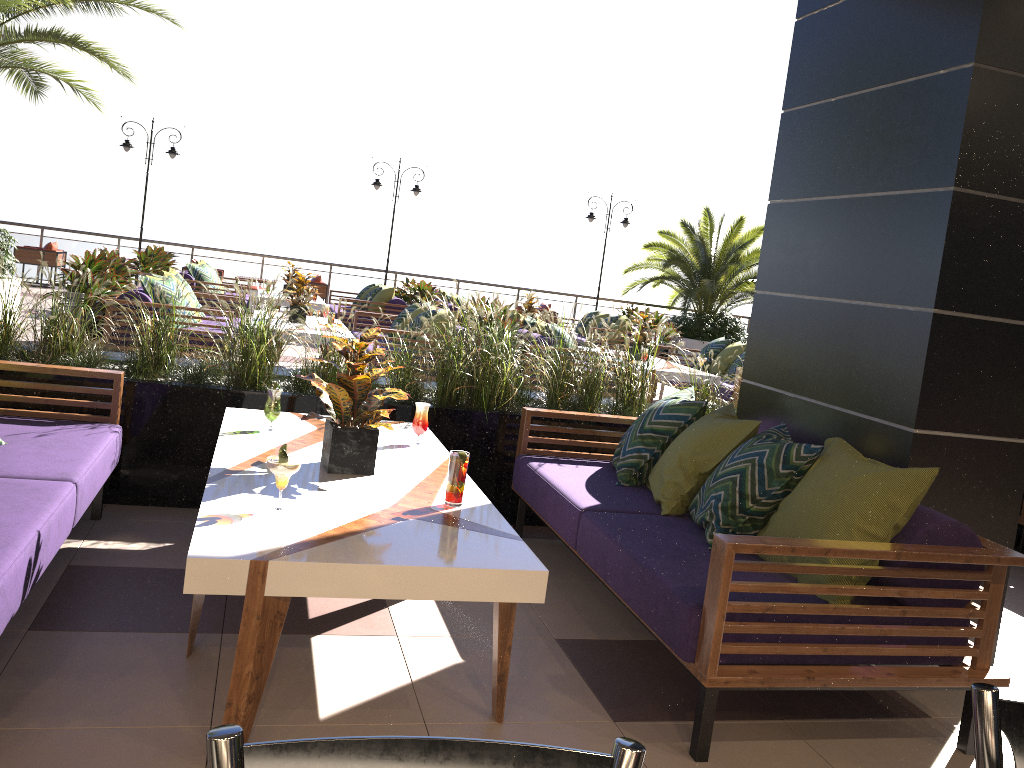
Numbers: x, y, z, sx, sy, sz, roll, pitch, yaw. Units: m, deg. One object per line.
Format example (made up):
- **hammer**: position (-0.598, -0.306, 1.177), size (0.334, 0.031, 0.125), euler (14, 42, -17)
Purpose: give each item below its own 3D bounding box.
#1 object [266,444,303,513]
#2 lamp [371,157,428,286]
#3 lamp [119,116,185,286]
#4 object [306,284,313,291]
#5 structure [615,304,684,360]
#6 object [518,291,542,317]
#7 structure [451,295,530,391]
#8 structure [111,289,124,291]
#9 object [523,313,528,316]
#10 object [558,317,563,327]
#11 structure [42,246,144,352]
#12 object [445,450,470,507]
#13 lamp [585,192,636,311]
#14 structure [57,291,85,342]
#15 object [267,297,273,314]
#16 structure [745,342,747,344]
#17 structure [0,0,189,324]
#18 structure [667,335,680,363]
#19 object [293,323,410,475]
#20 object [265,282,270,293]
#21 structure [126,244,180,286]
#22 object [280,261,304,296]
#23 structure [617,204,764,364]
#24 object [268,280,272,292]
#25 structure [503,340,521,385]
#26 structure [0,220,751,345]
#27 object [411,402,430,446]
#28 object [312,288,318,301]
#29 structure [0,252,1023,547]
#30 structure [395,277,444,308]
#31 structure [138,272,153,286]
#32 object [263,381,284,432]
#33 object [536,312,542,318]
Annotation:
- **object**: position (-0.688, 0.281, 2.651), size (0.106, 0.196, 0.106), euler (9, 5, 12)
- **lamp**: position (-2.449, -2.896, 17.842), size (1.120, 3.314, 0.265), euler (6, 4, -16)
- **lamp**: position (-6.889, -3.326, 16.577), size (1.120, 3.314, 0.265), euler (6, 4, -16)
- **object**: position (-3.217, -1.496, 14.052), size (0.106, 0.196, 0.106), euler (9, 5, 17)
- **structure**: position (2.154, -0.733, 14.982), size (0.736, 1.166, 2.267), euler (6, 7, -15)
- **object**: position (0.275, -1.243, 14.403), size (0.425, 0.524, 0.431), euler (9, 5, 11)
- **structure**: position (-0.336, -0.383, 9.595), size (0.699, 1.167, 2.436), euler (6, 7, -14)
- **structure**: position (-4.338, -0.792, 9.710), size (0.180, 0.697, 0.101), euler (6, 4, -16)
- **object**: position (0.200, -0.997, 13.721), size (0.067, 0.189, 0.085), euler (9, 4, 14)
- **object**: position (0.763, -0.968, 13.996), size (0.068, 0.210, 0.069), euler (5, 5, -28)
- **structure**: position (-4.014, -0.740, 8.551), size (0.736, 1.166, 2.267), euler (6, 7, -15)
- **object**: position (-0.186, 0.314, 2.947), size (0.067, 0.189, 0.085), euler (8, 4, 9)
- **lamp**: position (1.936, -2.472, 19.091), size (1.120, 3.314, 0.265), euler (6, 4, -16)
- **structure**: position (-3.716, -0.421, 7.433), size (0.180, 0.697, 0.101), euler (6, 4, -16)
- **object**: position (-2.590, -0.841, 9.473), size (0.068, 0.210, 0.069), euler (5, 5, -28)
- **structure**: position (3.372, -0.025, 10.655), size (0.736, 1.166, 2.267), euler (6, 7, -15)
- **structure**: position (-6.317, -3.901, 9.989), size (4.743, 6.477, 4.729), euler (8, 5, 2)
- **structure**: position (2.507, -0.406, 13.851), size (0.180, 0.697, 0.101), euler (6, 4, -16)
- **object**: position (-0.589, 0.052, 3.257), size (0.424, 0.524, 0.432), euler (7, 5, -4)
- **object**: position (-3.483, -1.349, 12.614), size (0.082, 0.197, 0.069), euler (10, 5, 25)
- **structure**: position (-5.232, -1.448, 12.878), size (0.736, 1.166, 2.267), euler (6, 7, -15)
- **object**: position (-3.330, -1.584, 13.317), size (0.431, 0.524, 0.426), euler (9, 5, 16)
- **structure**: position (4.144, -2.070, 18.362), size (3.824, 3.289, 3.747), euler (13, 8, 41)
- **object**: position (-3.803, -1.541, 13.859), size (0.069, 0.180, 0.069), euler (9, 4, 17)
- **structure**: position (-0.037, -0.065, 8.480), size (0.180, 0.697, 0.101), euler (6, 4, -16)
- **structure**: position (-1.226, -0.823, 11.786), size (17.462, 1.054, 13.012), euler (6, 7, -16)
- **object**: position (-0.400, 0.174, 3.860), size (0.068, 0.180, 0.069), euler (5, 5, -33)
- **object**: position (-2.870, -1.299, 12.883), size (0.067, 0.189, 0.085), euler (9, 4, 14)
- **structure**: position (-1.236, -0.532, 1.218), size (24.670, 3.109, 7.874), euler (6, 7, -16)
- **structure**: position (-1.546, -1.094, 13.952), size (0.713, 1.166, 2.265), euler (6, 7, -19)
- **structure**: position (-4.894, -1.123, 11.744), size (0.180, 0.697, 0.101), euler (6, 4, -16)
- **object**: position (-1.010, 0.093, 3.741), size (0.068, 0.210, 0.069), euler (5, 5, -33)
- **object**: position (0.446, -1.137, 15.062), size (0.106, 0.196, 0.106), euler (9, 5, 17)
